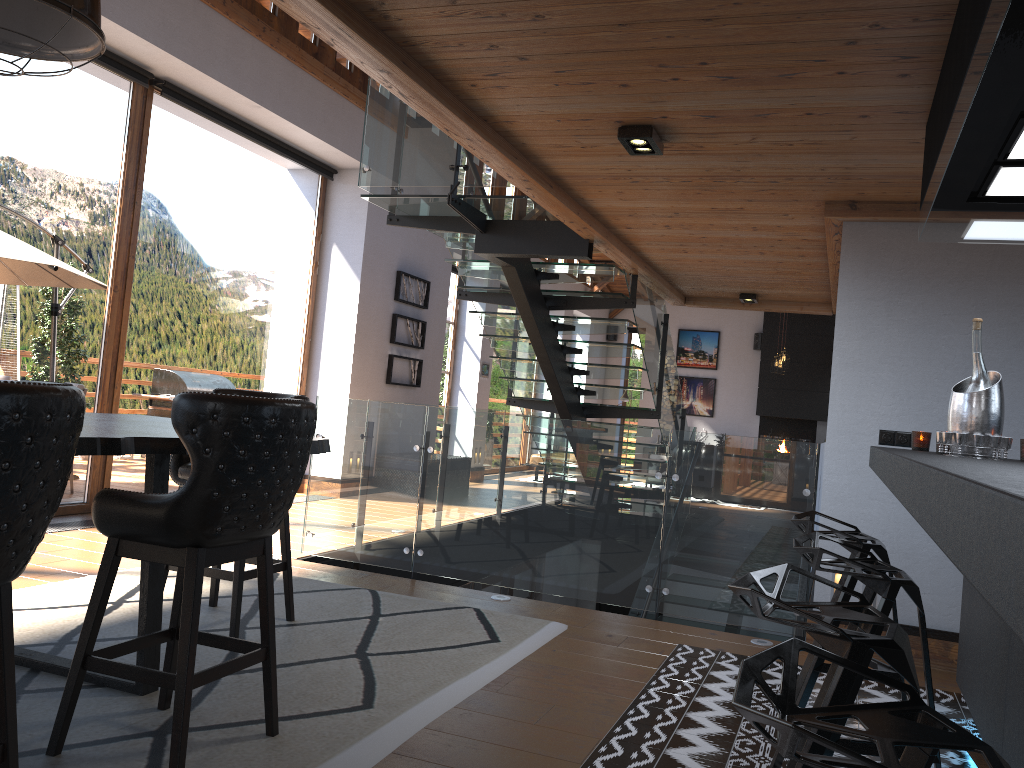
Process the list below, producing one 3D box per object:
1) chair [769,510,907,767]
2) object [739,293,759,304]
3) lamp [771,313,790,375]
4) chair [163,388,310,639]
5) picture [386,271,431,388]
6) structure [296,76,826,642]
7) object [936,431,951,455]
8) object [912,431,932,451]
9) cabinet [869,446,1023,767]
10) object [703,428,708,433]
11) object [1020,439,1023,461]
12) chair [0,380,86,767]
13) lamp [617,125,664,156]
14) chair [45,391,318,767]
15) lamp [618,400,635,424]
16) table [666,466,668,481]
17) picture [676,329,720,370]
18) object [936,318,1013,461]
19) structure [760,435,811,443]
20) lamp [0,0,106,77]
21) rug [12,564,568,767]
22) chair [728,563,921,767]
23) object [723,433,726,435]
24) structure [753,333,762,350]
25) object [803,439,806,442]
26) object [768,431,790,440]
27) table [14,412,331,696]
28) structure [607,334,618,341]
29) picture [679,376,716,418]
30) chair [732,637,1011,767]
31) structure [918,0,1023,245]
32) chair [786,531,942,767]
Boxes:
[{"bbox_3d":[1.209,0.906,3.157,0.466,0.840,0.542,5,-2,20],"label":"chair"},{"bbox_3d":[2.242,-0.816,8.383,0.154,0.068,0.263,5,-2,20],"label":"object"},{"bbox_3d":[4.710,-1.281,15.363,0.260,2.203,0.806,5,-2,12],"label":"lamp"},{"bbox_3d":[-1.277,0.574,4.151,0.500,1.093,0.572,5,-2,19],"label":"chair"},{"bbox_3d":[-1.226,-0.631,10.554,0.059,1.313,0.779,4,-2,21],"label":"picture"},{"bbox_3d":[-1.825,0.781,7.902,9.143,6.402,11.101,5,-2,20],"label":"structure"},{"bbox_3d":[1.543,0.210,3.141,0.079,0.081,0.079,6,-2,-15],"label":"object"},{"bbox_3d":[1.747,0.244,3.785,0.080,0.081,0.078,7,-2,-35],"label":"object"},{"bbox_3d":[1.150,0.731,1.607,0.882,1.104,4.834,5,-2,21],"label":"cabinet"},{"bbox_3d":[3.881,1.158,18.186,0.260,0.532,0.425,6,-2,-11],"label":"object"},{"bbox_3d":[1.890,0.244,3.223,0.079,0.081,0.079,6,-2,-15],"label":"object"},{"bbox_3d":[-1.229,0.520,1.775,0.567,1.093,0.504,5,-2,4],"label":"chair"},{"bbox_3d":[0.571,-1.081,3.917,0.154,0.068,0.263,5,-2,20],"label":"lamp"},{"bbox_3d":[-0.936,0.570,2.698,0.564,1.093,0.507,5,-2,19],"label":"chair"},{"bbox_3d":[2.406,0.858,17.865,0.521,1.900,1.337,3,-3,41],"label":"lamp"},{"bbox_3d":[2.398,1.412,14.238,0.402,0.609,0.420,5,-2,20],"label":"table"},{"bbox_3d":[3.911,-0.729,18.677,0.873,0.816,0.036,5,-2,20],"label":"picture"},{"bbox_3d":[1.517,0.015,2.889,0.224,0.453,0.226,5,-2,20],"label":"object"},{"bbox_3d":[5.406,1.317,17.585,0.975,0.515,0.185,5,-2,20],"label":"structure"},{"bbox_3d":[-1.390,-3.311,2.818,0.627,4.688,0.616,6,-3,-25],"label":"lamp"},{"bbox_3d":[-1.836,1.031,2.525,2.533,0.047,5.670,5,-2,20],"label":"rug"},{"bbox_3d":[0.640,0.817,1.717,0.465,0.840,0.543,4,-2,26],"label":"chair"},{"bbox_3d":[4.308,1.223,18.100,0.337,0.455,0.337,7,-3,-44],"label":"object"},{"bbox_3d":[5.066,-0.868,18.196,0.212,0.349,0.215,5,-2,20],"label":"structure"},{"bbox_3d":[5.607,1.577,17.096,0.310,1.018,0.305,6,-2,-24],"label":"object"},{"bbox_3d":[4.466,1.151,14.614,0.402,0.808,0.626,4,-2,31],"label":"object"},{"bbox_3d":[-1.964,0.556,2.260,1.419,0.950,3.823,5,-2,20],"label":"table"},{"bbox_3d":[2.177,-1.109,19.232,0.212,0.349,0.215,5,-2,20],"label":"structure"},{"bbox_3d":[3.819,0.261,18.636,0.873,0.816,0.036,5,-2,20],"label":"picture"},{"bbox_3d":[0.465,0.784,1.018,0.466,0.840,0.542,5,-2,17],"label":"chair"},{"bbox_3d":[1.373,-0.855,1.844,0.706,0.476,3.272,5,-2,21],"label":"structure"},{"bbox_3d":[0.983,0.867,2.431,0.466,0.840,0.542,5,-2,17],"label":"chair"}]
